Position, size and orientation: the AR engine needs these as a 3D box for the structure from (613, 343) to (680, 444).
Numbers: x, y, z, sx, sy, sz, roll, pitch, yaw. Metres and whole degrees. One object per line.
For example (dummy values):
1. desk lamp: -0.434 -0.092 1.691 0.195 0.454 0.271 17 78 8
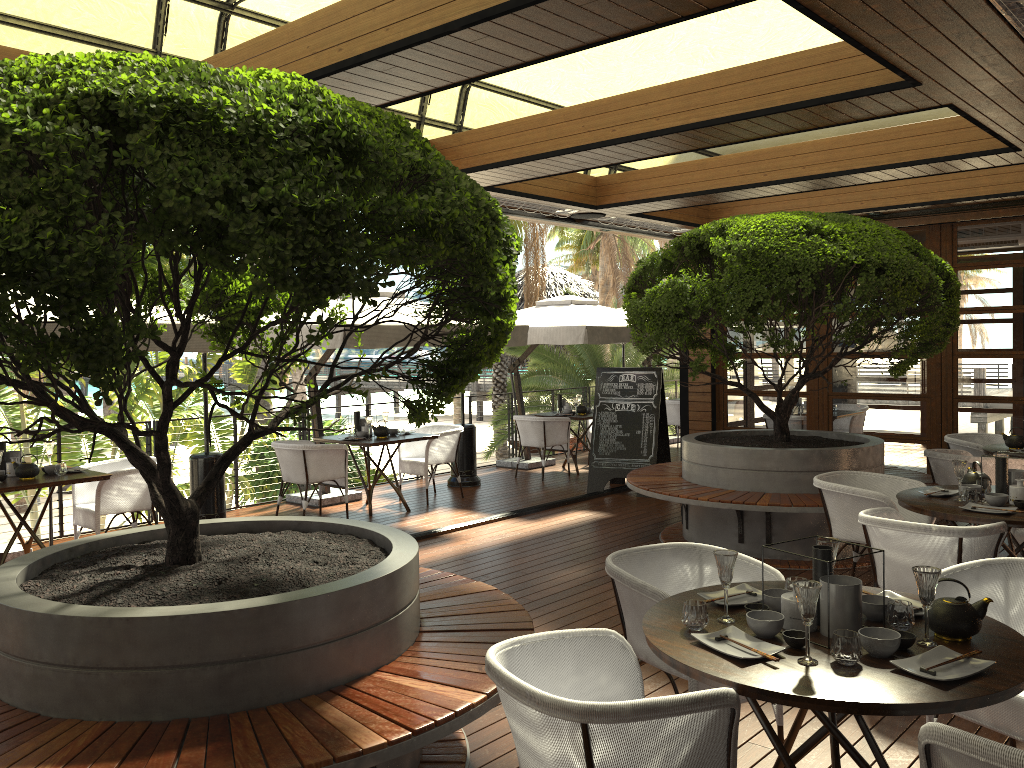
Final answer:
1. structure: 2.978 -0.174 14.188 2.414 2.331 2.415 1 3 41

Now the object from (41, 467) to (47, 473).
1. object: -3.546 0.659 6.765 0.080 0.042 0.080 -1 2 3

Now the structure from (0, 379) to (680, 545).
1. structure: -5.191 1.048 6.619 0.163 1.152 26.280 0 3 41

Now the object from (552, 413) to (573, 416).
1. object: 0.656 0.393 11.339 0.295 0.025 0.170 1 3 41

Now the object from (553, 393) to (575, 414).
1. object: 0.684 0.255 11.756 0.263 0.264 0.263 -1 2 -4

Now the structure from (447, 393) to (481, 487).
1. structure: -0.592 0.110 10.592 0.699 2.191 0.699 0 2 29

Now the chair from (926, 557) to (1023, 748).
1. chair: 1.922 1.104 3.277 0.617 0.788 0.627 -2 2 -27

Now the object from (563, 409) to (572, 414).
1. object: 0.724 0.365 11.488 0.116 0.065 0.116 -3 3 -44

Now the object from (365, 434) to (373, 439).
1. object: -1.438 0.529 8.892 0.080 0.042 0.080 -1 2 3

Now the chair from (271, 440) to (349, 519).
1. chair: -1.950 0.932 8.490 0.627 0.788 0.617 1 3 42

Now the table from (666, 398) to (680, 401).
1. table: 3.094 0.611 14.205 0.931 0.749 0.932 1 3 41

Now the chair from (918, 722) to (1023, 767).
1. chair: 1.378 1.167 2.090 0.627 0.788 0.617 -2 2 -27

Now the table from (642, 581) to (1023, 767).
1. table: 1.010 1.157 2.839 1.166 0.749 1.167 0 2 21

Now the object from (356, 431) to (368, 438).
1. object: -1.513 0.515 8.956 0.116 0.065 0.116 1 3 40

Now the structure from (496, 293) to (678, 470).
1. structure: 0.743 -0.024 11.658 2.414 2.331 2.415 1 3 41

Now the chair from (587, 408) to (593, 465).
1. chair: 1.406 0.708 12.251 0.627 0.788 0.617 1 3 42

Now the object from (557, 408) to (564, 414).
1. object: 0.628 0.353 11.545 0.086 0.086 0.086 -3 3 -44

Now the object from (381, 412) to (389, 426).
1. object: -1.336 0.410 9.362 0.082 0.227 0.082 1 2 42

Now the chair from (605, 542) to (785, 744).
1. chair: 0.724 1.108 3.620 0.627 0.788 0.617 -2 2 -27

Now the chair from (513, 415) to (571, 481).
1. chair: 0.360 0.777 11.103 0.627 0.788 0.617 1 3 42

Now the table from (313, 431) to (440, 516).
1. table: -1.389 0.912 9.132 0.931 0.749 0.932 1 3 41

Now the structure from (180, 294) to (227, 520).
1. structure: -2.796 0.258 8.098 0.699 2.191 0.699 0 2 29

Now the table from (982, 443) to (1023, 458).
1. table: 4.435 0.909 7.119 1.166 0.749 1.167 -1 2 10

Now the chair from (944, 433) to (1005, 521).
1. chair: 4.231 0.859 7.901 0.627 0.788 0.617 -2 2 -17

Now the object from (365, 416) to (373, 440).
1. object: -1.419 0.436 8.811 0.082 0.227 0.082 0 2 31

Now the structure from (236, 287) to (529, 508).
1. structure: -1.492 0.126 9.129 2.414 2.331 2.415 1 3 41

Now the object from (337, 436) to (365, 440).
1. object: -1.580 0.543 8.808 0.295 0.025 0.170 1 3 41

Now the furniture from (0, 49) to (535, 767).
1. furniture: -1.253 0.200 3.488 2.616 2.721 2.696 0 2 32

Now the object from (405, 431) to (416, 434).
1. object: -1.172 0.511 9.373 0.295 0.025 0.170 1 3 41

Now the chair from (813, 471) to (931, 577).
1. chair: 2.283 0.990 5.675 0.628 0.788 0.617 -3 3 -42

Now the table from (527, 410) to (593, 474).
1. table: 0.853 0.762 11.669 0.931 0.749 0.932 1 3 41

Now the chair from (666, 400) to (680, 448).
1. chair: 2.580 0.628 13.617 0.627 0.788 0.617 1 3 42

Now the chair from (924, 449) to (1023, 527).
1. chair: 3.587 0.913 6.913 0.617 0.788 0.628 -2 2 -17

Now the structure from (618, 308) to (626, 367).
1. structure: 1.658 -0.041 13.138 0.699 2.191 0.699 0 2 29

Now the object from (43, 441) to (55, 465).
1. object: -3.566 0.560 6.839 0.082 0.227 0.082 1 2 42

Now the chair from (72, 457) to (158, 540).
1. chair: -3.125 1.013 7.122 0.627 0.788 0.617 1 3 42

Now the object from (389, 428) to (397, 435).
1. object: -1.241 0.499 9.223 0.116 0.065 0.116 1 3 40

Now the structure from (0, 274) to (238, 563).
1. structure: -3.727 0.277 6.599 2.414 2.331 2.415 1 3 41

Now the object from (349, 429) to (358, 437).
1. object: -1.609 0.504 9.013 0.086 0.086 0.086 -3 3 -44

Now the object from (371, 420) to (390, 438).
1. object: -1.328 0.452 9.024 0.163 0.179 0.168 1 3 43

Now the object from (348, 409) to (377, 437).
1. object: -1.553 0.405 9.224 0.263 0.264 0.263 -1 2 -4

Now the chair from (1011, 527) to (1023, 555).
1. chair: 3.529 0.971 5.654 0.617 0.788 0.627 -3 3 -42

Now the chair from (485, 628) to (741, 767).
1. chair: 0.260 1.165 2.536 0.617 0.788 0.627 -2 2 -27

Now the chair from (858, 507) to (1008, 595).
1. chair: 2.117 1.046 4.508 0.617 0.788 0.627 -3 3 -42

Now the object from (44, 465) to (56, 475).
1. object: -3.471 0.649 6.699 0.116 0.065 0.116 1 3 40

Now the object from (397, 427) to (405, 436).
1. object: -1.147 0.489 9.162 0.086 0.086 0.086 -3 3 -44

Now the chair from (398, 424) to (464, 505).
1. chair: -0.864 0.861 9.681 0.627 0.788 0.617 1 3 42

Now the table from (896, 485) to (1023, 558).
1. table: 2.793 1.032 4.977 1.166 0.749 1.167 -1 2 10

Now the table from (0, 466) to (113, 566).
1. table: -3.630 1.063 6.596 0.931 0.749 0.932 1 3 41

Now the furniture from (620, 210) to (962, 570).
1. furniture: 2.230 -0.029 7.324 2.569 2.721 2.721 -1 2 7
